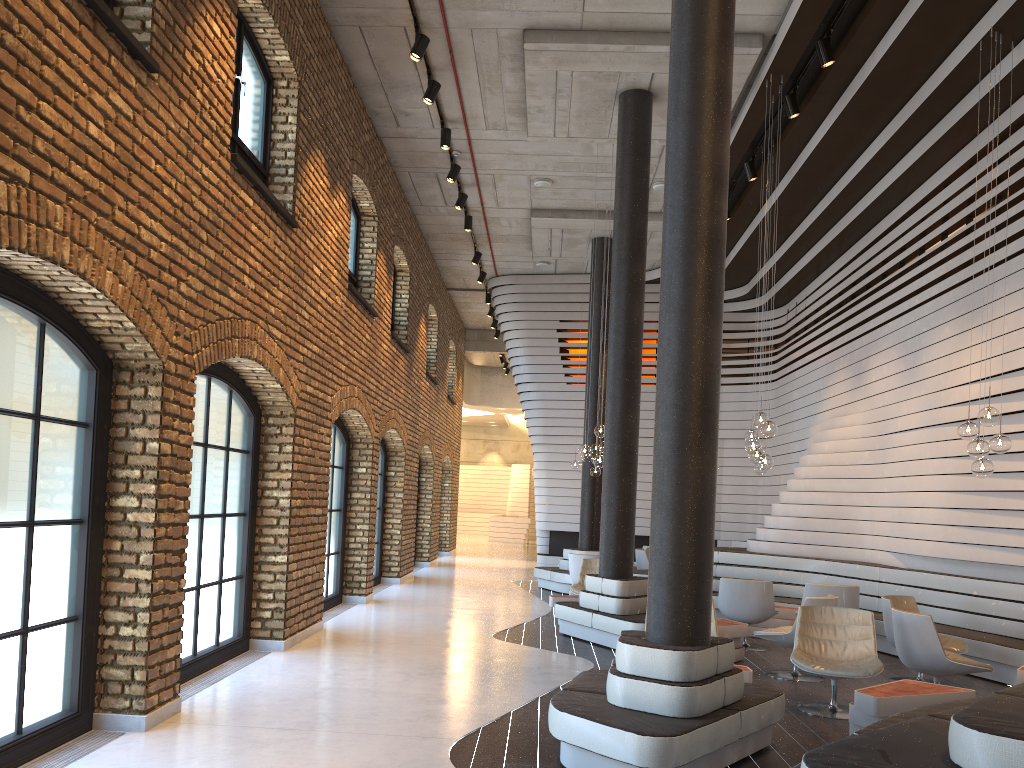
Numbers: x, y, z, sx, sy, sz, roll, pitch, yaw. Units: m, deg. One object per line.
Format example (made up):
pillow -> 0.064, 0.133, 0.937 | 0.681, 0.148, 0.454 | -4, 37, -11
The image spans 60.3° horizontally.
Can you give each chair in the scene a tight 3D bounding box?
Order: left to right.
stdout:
chair -> 1.164, 2.886, 13.012 | 0.660, 0.763, 0.711 | -1, -5, 40
chair -> 1.116, 2.687, 11.514 | 0.658, 0.763, 0.713 | 1, -4, 20
chair -> 2.232, 3.356, 16.213 | 0.711, 0.763, 0.660 | 2, -4, 5
chair -> 2.449, 3.216, 15.076 | 0.711, 0.763, 0.660 | 2, -4, 7
chair -> 1.404, 2.137, 7.238 | 0.657, 0.763, 0.715 | 2, -4, 3
chair -> 2.593, 2.519, 9.735 | 0.658, 0.763, 0.712 | 1, -5, 23
chair -> 2.620, 2.311, 8.144 | 0.715, 0.763, 0.656 | -1, -6, 42
chair -> 3.437, 2.541, 9.610 | 0.657, 0.763, 0.714 | 2, -4, 10
chair -> 2.473, 2.119, 6.740 | 0.658, 0.763, 0.713 | 1, -4, 19
chair -> 3.743, 2.347, 8.036 | 0.656, 0.763, 0.715 | 6, -6, -43
chair -> 3.419, 2.205, 7.066 | 0.710, 0.763, 0.660 | 2, -4, 2

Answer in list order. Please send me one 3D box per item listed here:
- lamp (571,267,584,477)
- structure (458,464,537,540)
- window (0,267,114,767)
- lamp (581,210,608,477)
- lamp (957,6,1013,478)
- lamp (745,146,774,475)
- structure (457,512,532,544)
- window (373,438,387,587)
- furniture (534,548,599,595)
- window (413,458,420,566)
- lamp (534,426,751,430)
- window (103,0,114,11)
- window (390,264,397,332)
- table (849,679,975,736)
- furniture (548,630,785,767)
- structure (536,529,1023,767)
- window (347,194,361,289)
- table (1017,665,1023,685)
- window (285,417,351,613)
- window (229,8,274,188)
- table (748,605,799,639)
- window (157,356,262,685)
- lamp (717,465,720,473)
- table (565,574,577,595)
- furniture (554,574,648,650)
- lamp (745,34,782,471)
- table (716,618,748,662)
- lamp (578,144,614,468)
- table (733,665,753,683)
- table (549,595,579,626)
lamp -> 1.422, -0.534, 16.614 | 0.543, 4.611, 0.276 | 4, -2, -38
structure -> -0.524, 4.819, 36.250 | 4.533, 2.852, 5.857 | 2, -6, 2
window -> -2.578, 0.677, 4.194 | 0.130, 2.524, 2.369 | 3, -4, 2
lamp -> 1.429, -0.857, 13.727 | 0.543, 4.611, 0.276 | 4, -2, -36
lamp -> 4.009, -1.551, 7.435 | 0.531, 4.696, 0.335 | 4, -2, -36
lamp -> 3.142, -1.190, 11.032 | 0.293, 4.657, 0.546 | 3, -1, -2
structure -> -0.445, 5.503, 33.929 | 2.547, 0.893, 7.562 | 5, -8, -20
window -> -4.397, 2.498, 18.642 | 2.182, 2.516, 12.971 | 5, -7, -28
furniture -> 1.029, 3.169, 15.030 | 1.274, 0.718, 1.786 | 3, -7, -2
window -> -2.114, 2.461, 17.581 | 0.130, 2.524, 2.369 | 3, -4, 2
lamp -> 2.622, -2.326, 1.259 | 9.034, 4.590, 42.219 | 2, -7, 2
window -> -2.330, -2.631, 4.266 | 0.126, 1.444, 1.580 | 3, -5, 2
window -> -2.001, -1.369, 13.740 | 0.126, 1.444, 1.580 | 3, -5, 2
table -> 2.599, 2.209, 5.880 | 0.904, 0.369, 0.417 | 6, -6, -25
furniture -> 0.800, 1.895, 5.428 | 1.282, 0.719, 1.774 | -2, -8, 38
structure -> 3.625, 2.616, 10.726 | 5.770, 0.923, 18.350 | 3, -7, -1
window -> -2.100, -1.748, 10.897 | 0.126, 1.444, 1.580 | 3, -5, 2
table -> 4.327, 2.436, 7.009 | 0.416, 0.368, 0.907 | -1, -8, 40
window -> -2.348, 1.561, 10.826 | 0.130, 2.524, 2.369 | 3, -4, 2
window -> -2.232, -2.253, 7.107 | 0.126, 1.444, 1.580 | 3, -5, 2
table -> 3.052, 2.843, 10.536 | 0.911, 0.369, 0.414 | -2, -7, 35
window -> -2.480, 1.056, 7.036 | 0.130, 2.524, 2.369 | 3, -4, 2
lamp -> 3.546, -0.544, 15.799 | 0.546, 4.657, 0.293 | 2, -2, 28
table -> 1.250, 3.189, 13.779 | 0.907, 0.369, 0.416 | 1, -5, 10
furniture -> 1.390, 2.478, 9.659 | 1.273, 0.718, 1.787 | 6, -7, -27
lamp -> 2.651, -1.467, 9.165 | 0.310, 4.723, 0.663 | 2, -1, 11
table -> 2.023, 2.557, 8.716 | 0.416, 0.368, 0.907 | -1, -8, 40
lamp -> 1.190, -1.263, 11.148 | 0.544, 4.657, 0.295 | 3, -1, -12
table -> 1.260, 2.225, 6.457 | 0.906, 0.369, 0.416 | 2, -5, 5
table -> 0.887, 2.770, 10.725 | 0.905, 0.369, 0.416 | 3, -5, -5
